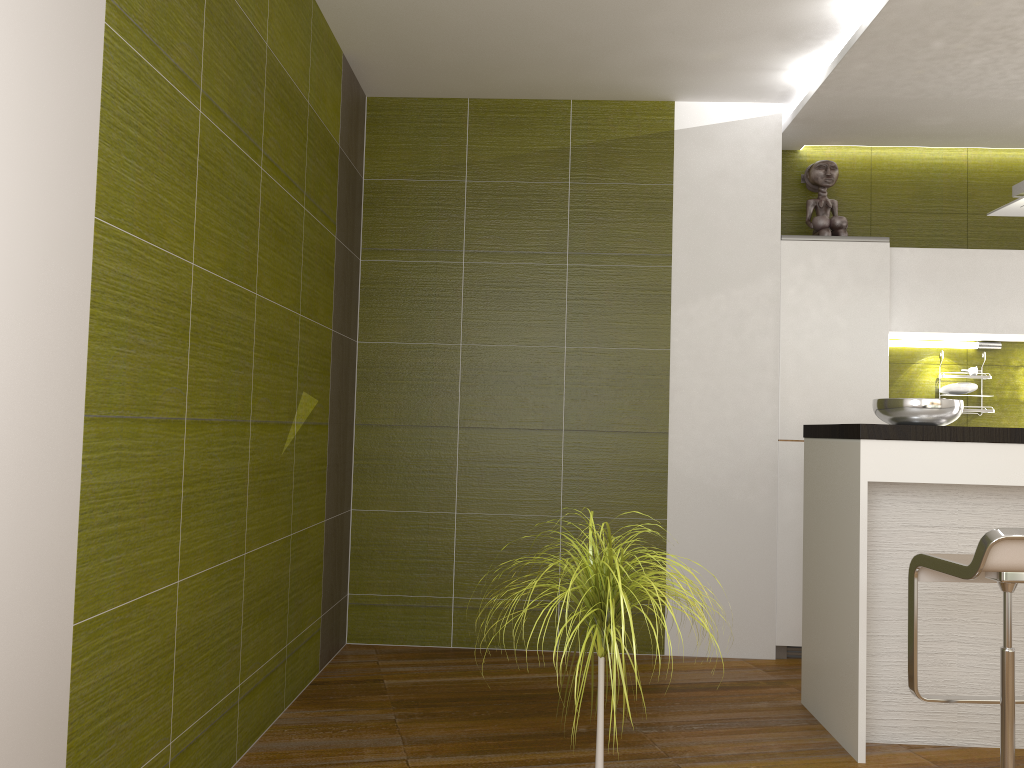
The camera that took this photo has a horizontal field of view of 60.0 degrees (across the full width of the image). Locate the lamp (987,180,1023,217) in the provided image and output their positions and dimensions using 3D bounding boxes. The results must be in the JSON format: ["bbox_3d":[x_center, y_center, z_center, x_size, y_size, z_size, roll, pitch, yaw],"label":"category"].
[{"bbox_3d":[2.738,-0.997,3.368,1.677,0.683,0.326,1,-3,2],"label":"lamp"}]

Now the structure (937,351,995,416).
[{"bbox_3d":[2.428,-0.007,4.749,0.266,0.346,0.110,1,-3,2],"label":"structure"}]

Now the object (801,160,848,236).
[{"bbox_3d":[1.665,-0.965,4.706,0.195,0.488,0.304,2,-3,0],"label":"object"}]

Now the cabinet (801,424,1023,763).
[{"bbox_3d":[2.653,0.756,3.266,2.947,1.134,0.663,1,-3,2],"label":"cabinet"}]

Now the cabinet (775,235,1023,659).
[{"bbox_3d":[3.056,0.361,4.658,3.471,2.089,0.724,1,-3,2],"label":"cabinet"}]

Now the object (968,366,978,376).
[{"bbox_3d":[2.475,-0.066,4.761,0.046,0.053,0.051,0,-4,34],"label":"object"}]

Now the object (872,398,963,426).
[{"bbox_3d":[1.528,0.113,3.346,0.311,0.105,0.311,1,-3,15],"label":"object"}]

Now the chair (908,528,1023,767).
[{"bbox_3d":[1.436,0.824,2.546,0.418,0.857,0.460,2,-3,-3],"label":"chair"}]

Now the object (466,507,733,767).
[{"bbox_3d":[0.204,0.740,2.038,0.606,0.904,0.585,3,-3,-29],"label":"object"}]

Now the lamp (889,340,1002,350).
[{"bbox_3d":[2.278,-0.215,4.804,0.715,0.041,0.041,1,-3,2],"label":"lamp"}]

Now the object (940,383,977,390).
[{"bbox_3d":[2.376,0.026,4.717,0.181,0.052,0.173,1,-3,2],"label":"object"}]

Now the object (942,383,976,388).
[{"bbox_3d":[2.376,0.023,4.718,0.181,0.052,0.173,1,-3,2],"label":"object"}]

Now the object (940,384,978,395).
[{"bbox_3d":[2.376,0.029,4.716,0.181,0.052,0.173,1,-3,2],"label":"object"}]
